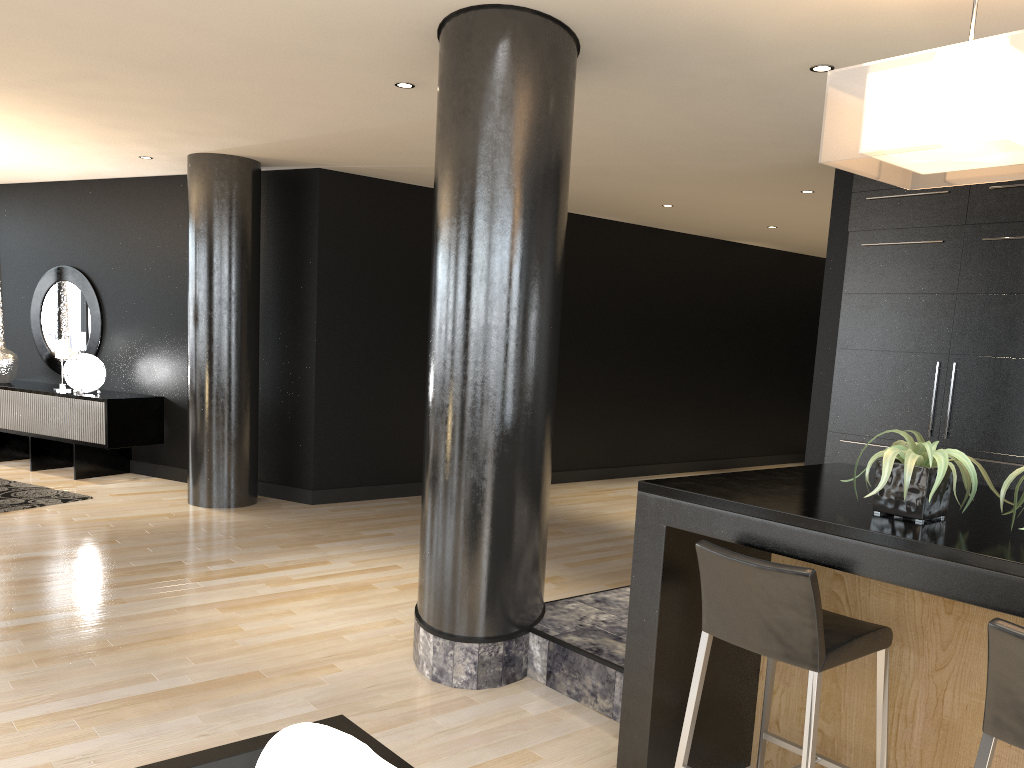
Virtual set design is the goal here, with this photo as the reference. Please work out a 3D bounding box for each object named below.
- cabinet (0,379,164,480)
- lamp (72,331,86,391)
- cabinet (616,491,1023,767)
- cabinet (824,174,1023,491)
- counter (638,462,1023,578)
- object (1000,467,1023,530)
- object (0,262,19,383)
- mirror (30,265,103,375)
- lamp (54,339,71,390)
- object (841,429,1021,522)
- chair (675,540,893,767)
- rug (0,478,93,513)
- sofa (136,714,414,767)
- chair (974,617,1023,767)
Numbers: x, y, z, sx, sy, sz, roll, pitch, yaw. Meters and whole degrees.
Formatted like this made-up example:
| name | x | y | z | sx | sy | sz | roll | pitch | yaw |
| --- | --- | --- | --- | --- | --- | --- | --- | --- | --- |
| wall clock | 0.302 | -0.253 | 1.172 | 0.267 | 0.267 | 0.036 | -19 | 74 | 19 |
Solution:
| name | x | y | z | sx | sy | sz | roll | pitch | yaw |
| --- | --- | --- | --- | --- | --- | --- | --- | --- | --- |
| cabinet | -4.358 | 0.425 | 8.455 | 2.227 | 0.776 | 0.606 | 5 | 7 | 28 |
| lamp | -4.047 | -0.213 | 8.265 | 0.125 | 0.557 | 0.130 | 2 | 8 | -10 |
| cabinet | 1.809 | 0.979 | 2.053 | 1.177 | 1.049 | 3.088 | -1 | 6 | -40 |
| cabinet | 4.124 | 0.052 | 3.649 | 0.726 | 2.554 | 5.679 | -4 | 7 | -40 |
| counter | 1.838 | 0.443 | 1.974 | 1.178 | 0.032 | 3.088 | 0 | 4 | -40 |
| object | 1.339 | 0.271 | 2.122 | 0.407 | 0.242 | 0.393 | 2 | 5 | -15 |
| object | -5.023 | -0.619 | 8.615 | 0.341 | 1.223 | 0.341 | 9 | 10 | 36 |
| mirror | -4.380 | -0.615 | 8.668 | 1.071 | 1.091 | 0.025 | 6 | 9 | 27 |
| lamp | -4.232 | -0.182 | 8.300 | 0.132 | 0.471 | 0.123 | -4 | 10 | -39 |
| object | 1.098 | 0.240 | 2.449 | 0.398 | 0.242 | 0.402 | 2 | 5 | -15 |
| chair | 0.789 | 0.935 | 2.561 | 0.518 | 0.975 | 0.471 | -3 | 10 | -39 |
| rug | -5.692 | 0.823 | 6.854 | 3.705 | 0.011 | 2.702 | 5 | 4 | 28 |
| sofa | -0.031 | 1.069 | 0.747 | 0.836 | 0.812 | 2.015 | -2 | 6 | -40 |
| chair | 1.288 | 0.995 | 1.963 | 0.518 | 0.975 | 0.471 | -3 | 10 | -39 |
